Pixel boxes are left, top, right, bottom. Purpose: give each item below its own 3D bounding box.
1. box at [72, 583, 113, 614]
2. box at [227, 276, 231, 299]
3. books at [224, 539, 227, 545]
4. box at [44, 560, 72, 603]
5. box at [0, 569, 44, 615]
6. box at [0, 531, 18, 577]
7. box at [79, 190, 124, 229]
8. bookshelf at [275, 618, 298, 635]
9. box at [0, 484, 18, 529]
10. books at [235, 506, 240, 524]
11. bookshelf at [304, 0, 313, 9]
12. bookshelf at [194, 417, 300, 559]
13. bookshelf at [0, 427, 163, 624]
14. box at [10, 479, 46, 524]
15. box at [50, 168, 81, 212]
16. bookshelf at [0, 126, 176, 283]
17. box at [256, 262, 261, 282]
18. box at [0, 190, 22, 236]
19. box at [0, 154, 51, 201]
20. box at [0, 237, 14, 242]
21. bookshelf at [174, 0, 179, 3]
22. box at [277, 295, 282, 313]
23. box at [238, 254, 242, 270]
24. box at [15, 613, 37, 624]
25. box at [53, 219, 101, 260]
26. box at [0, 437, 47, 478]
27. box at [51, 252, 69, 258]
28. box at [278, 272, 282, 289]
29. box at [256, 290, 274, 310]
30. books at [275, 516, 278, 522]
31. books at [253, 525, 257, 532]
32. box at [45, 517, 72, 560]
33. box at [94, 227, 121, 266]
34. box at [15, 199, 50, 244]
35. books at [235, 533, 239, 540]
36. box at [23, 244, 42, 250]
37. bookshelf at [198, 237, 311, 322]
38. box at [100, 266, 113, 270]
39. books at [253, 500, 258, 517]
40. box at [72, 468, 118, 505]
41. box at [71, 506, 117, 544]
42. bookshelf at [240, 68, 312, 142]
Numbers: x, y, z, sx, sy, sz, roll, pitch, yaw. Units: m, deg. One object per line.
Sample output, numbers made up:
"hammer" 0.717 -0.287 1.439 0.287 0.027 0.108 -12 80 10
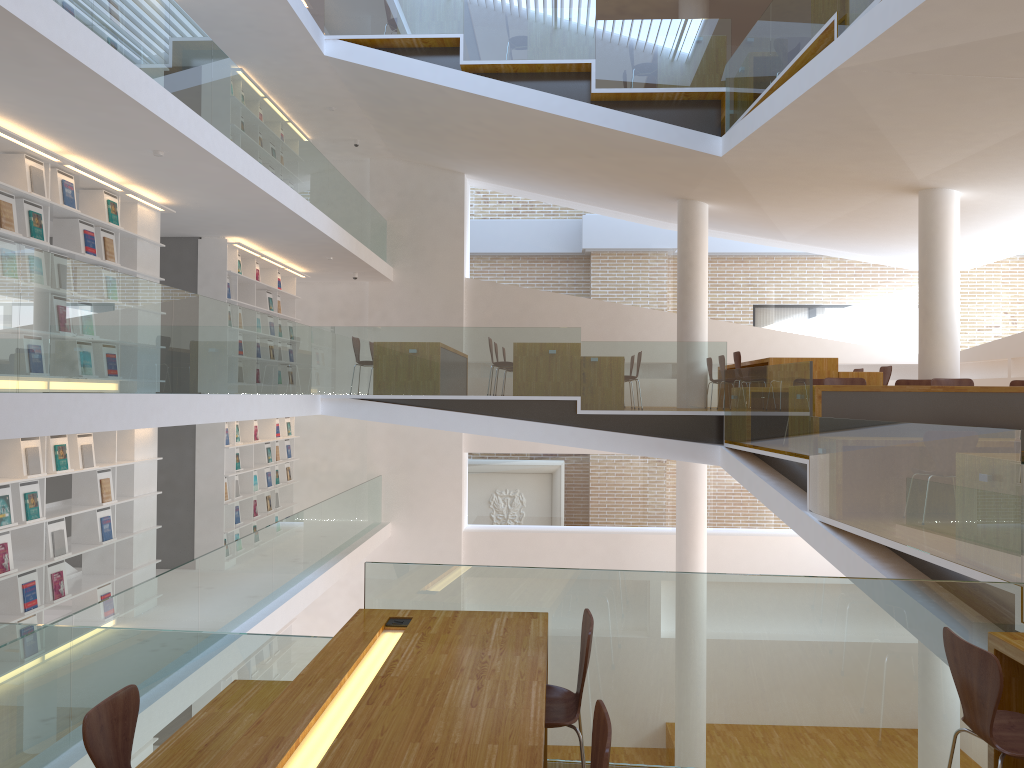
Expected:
"box" -3.588 1.864 7.636 0.274 0.296 0.245 0 -1 3
"box" -3.487 -1.144 10.543 0.274 0.296 0.245 0 -1 3
"books" -3.404 1.946 10.488 0.037 0.210 0.145 0 -1 3
"box" -3.623 1.525 6.898 0.274 0.296 0.245 0 -1 3
"box" -3.641 1.521 6.524 0.274 0.296 0.245 0 -1 3
"box" -3.655 1.180 6.193 0.274 0.296 0.245 0 -1 3
"box" -3.562 -1.511 7.704 0.274 0.296 0.245 0 -1 3
"bookshelf" -3.387 3.315 11.785 0.498 1.836 2.984 0 -1 3
"box" -3.653 0.851 6.192 0.274 0.296 0.245 0 -1 3
"books" -3.382 1.610 10.902 0.037 0.210 0.145 0 -1 3
"bookshelf" -3.325 -4.844 11.894 0.498 1.836 2.984 0 -1 3
"bookshelf" -3.371 1.278 11.812 0.498 1.836 2.984 0 -1 3
"bookshelf" -3.675 1.209 6.758 0.397 1.836 3.666 0 -1 3
"box" -3.636 0.863 6.537 0.274 0.296 0.245 0 -1 3
"box" -3.597 -1.521 6.993 0.274 0.296 0.245 0 -1 3
"bookshelf" -3.609 -0.851 6.783 0.498 1.836 3.666 0 -1 3
"box" -3.429 -1.459 11.605 0.274 0.296 0.245 0 -1 3
"box" -3.638 -1.202 6.220 0.274 0.296 0.245 0 -1 3
"box" -3.618 -1.526 6.576 0.274 0.296 0.245 0 -1 3
"box" -3.640 -0.874 6.217 0.274 0.296 0.245 0 -1 3
"bookshelf" -3.594 -2.898 6.811 0.498 1.836 3.666 0 -1 3
"box" -3.389 -1.117 12.521 0.274 0.296 0.245 0 -1 3
"box" -3.465 -1.467 10.928 0.274 0.296 0.245 0 -1 3
"box" -3.644 1.849 6.520 0.274 0.296 0.245 0 -1 3
"box" -3.584 -1.190 7.311 0.274 0.296 0.245 0 -1 3
"box" -3.633 0.534 6.549 0.274 0.296 0.245 0 -1 3
"box" -3.605 -0.864 6.925 0.274 0.296 0.245 0 -1 3
"box" -3.386 -1.445 12.525 0.274 0.296 0.245 0 -1 3
"box" -3.407 -1.121 12.160 0.274 0.296 0.245 0 -1 3
"books" -3.307 1.969 12.452 0.037 0.210 0.145 0 -1 3
"books" -3.352 1.954 11.556 0.037 0.210 0.145 0 -1 3
"box" -3.620 1.197 6.897 0.274 0.296 0.245 0 -1 3
"box" -3.567 -1.183 7.651 0.274 0.296 0.245 0 -1 3
"box" -3.621 -1.197 6.565 0.274 0.296 0.245 0 -1 3
"books" -3.383 1.955 10.920 0.037 0.210 0.145 0 -1 3
"box" -3.623 -0.869 6.556 0.274 0.296 0.245 0 -1 3
"bookshelf" -3.356 -0.782 11.840 0.498 1.836 2.984 0 -1 3
"box" -3.569 -0.854 7.648 0.274 0.296 0.245 0 -1 3
"books" -3.352 1.623 11.563 0.037 0.210 0.145 0 -1 3
"box" -3.582 0.878 7.623 0.274 0.296 0.245 0 -1 3
"box" -3.585 1.206 7.620 0.274 0.296 0.245 0 -1 3
"bookshelf" -3.341 -2.829 11.867 0.498 1.836 2.984 0 -1 3
